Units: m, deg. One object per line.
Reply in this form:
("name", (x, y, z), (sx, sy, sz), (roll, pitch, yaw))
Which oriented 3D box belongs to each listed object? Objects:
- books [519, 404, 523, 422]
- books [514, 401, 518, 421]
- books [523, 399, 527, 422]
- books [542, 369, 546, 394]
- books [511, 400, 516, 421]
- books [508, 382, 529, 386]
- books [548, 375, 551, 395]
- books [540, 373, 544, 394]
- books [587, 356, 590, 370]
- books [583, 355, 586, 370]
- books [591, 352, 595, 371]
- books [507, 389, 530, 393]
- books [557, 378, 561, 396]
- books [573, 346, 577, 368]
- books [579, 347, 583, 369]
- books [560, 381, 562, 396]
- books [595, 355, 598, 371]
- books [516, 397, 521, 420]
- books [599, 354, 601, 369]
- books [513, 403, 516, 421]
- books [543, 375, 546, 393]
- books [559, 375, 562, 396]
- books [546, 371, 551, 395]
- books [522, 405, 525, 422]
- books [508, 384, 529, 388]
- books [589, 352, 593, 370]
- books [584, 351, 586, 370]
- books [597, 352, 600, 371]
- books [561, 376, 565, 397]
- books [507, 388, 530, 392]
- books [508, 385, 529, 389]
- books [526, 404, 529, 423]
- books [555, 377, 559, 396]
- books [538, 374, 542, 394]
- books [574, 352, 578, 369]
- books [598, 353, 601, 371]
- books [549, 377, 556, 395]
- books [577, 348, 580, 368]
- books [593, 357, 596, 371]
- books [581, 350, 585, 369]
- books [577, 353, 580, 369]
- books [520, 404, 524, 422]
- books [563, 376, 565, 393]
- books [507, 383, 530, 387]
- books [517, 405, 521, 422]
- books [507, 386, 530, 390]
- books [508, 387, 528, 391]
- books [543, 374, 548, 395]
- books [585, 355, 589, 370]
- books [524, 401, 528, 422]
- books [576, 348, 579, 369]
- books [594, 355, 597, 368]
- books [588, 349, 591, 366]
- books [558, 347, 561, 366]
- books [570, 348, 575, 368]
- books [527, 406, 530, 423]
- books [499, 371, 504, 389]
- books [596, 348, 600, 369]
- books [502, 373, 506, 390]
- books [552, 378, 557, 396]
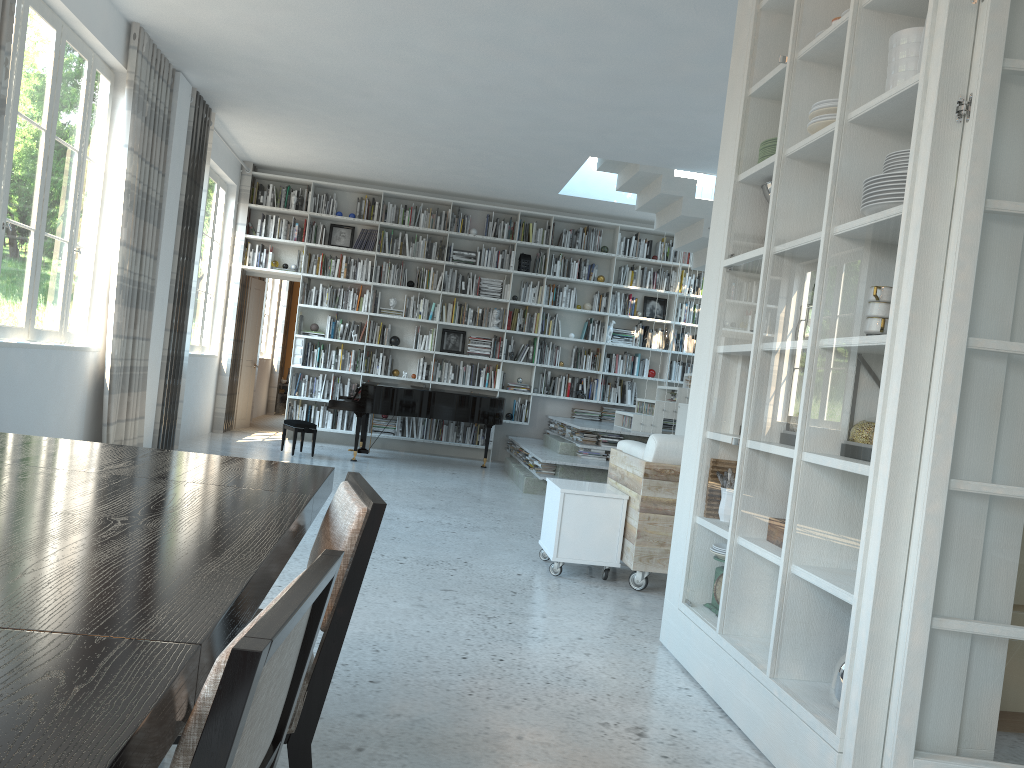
("books", (0.106, 0.357, 11.054), (0.026, 0.225, 0.175), (7, 1, -7))
("books", (0.041, 0.339, 11.053), (0.014, 0.246, 0.176), (7, 1, -7))
("books", (0.154, 0.333, 11.065), (0.021, 0.285, 0.172), (7, 1, -7))
("books", (0.387, -0.031, 11.164), (0.010, 0.316, 0.186), (7, 1, -7))
("books", (0.020, 0.327, 11.059), (0.005, 0.264, 0.162), (7, 1, -7))
("books", (0.085, 0.001, 11.088), (0.254, 0.012, 0.161), (7, 0, 2))
("books", (0.460, -0.003, 11.182), (0.010, 0.277, 0.174), (7, 1, -7))
("books", (0.368, -0.007, 11.161), (0.023, 0.262, 0.186), (7, 1, -7))
("books", (0.954, -0.266, 11.227), (0.019, 0.183, 0.190), (7, 1, -7))
("books", (0.897, -0.272, 11.215), (0.018, 0.182, 0.182), (7, 1, -7))
("books", (1.014, -0.284, 11.249), (0.021, 0.232, 0.155), (7, 1, -7))
("books", (0.075, 0.085, 11.094), (0.285, 0.012, 0.159), (7, 0, -4))
("books", (0.577, 0.035, 11.209), (0.024, 0.228, 0.159), (7, 1, -7))
("books", (0.783, -0.340, 11.234), (0.016, 0.290, 0.131), (7, 1, -7))
("books", (0.870, -0.328, 11.237), (0.007, 0.285, 0.159), (7, 1, -7))
("books", (0.608, 0.043, 11.216), (0.012, 0.221, 0.153), (7, 1, -7))
("books", (1.061, -0.264, 11.247), (0.013, 0.204, 0.158), (7, 1, -7))
("books", (0.066, 0.314, 11.074), (0.032, 0.300, 0.149), (7, 1, -7))
("books", (1.103, -0.269, 11.267), (0.009, 0.224, 0.146), (7, 1, -7))
("books", (0.025, 0.346, 11.069), (0.012, 0.229, 0.129), (7, 1, -7))
("books", (0.392, 0.007, 11.191), (0.015, 0.240, 0.152), (7, 1, -7))
("books", (0.598, 0.018, 11.209), (0.014, 0.268, 0.171), (7, 1, -7))
("books", (0.443, -0.014, 11.170), (0.030, 0.294, 0.188), (7, 1, -7))
("books", (0.135, 0.367, 11.057), (0.011, 0.212, 0.178), (7, 1, -7))
("books", (0.082, 0.025, 11.086), (0.254, 0.012, 0.161), (7, 0, -7))
("books", (0.980, -0.286, 11.232), (0.018, 0.229, 0.181), (7, 1, -7))
("books", (0.916, -0.302, 11.246), (0.030, 0.244, 0.135), (7, 1, -7))
("books", (1.084, -0.280, 11.269), (0.019, 0.241, 0.134), (7, 1, -7))
("books", (0.630, 0.030, 11.202), (0.025, 0.252, 0.181), (7, 1, -7))
("books", (0.076, 0.073, 11.099), (0.285, 0.012, 0.159), (7, 0, -2))
("books", (0.080, 0.037, 11.097), (0.254, 0.012, 0.161), (7, 0, -2))
("books", (0.182, 0.362, 11.077), (0.013, 0.233, 0.149), (7, 1, -7))
("books", (0.551, 0.029, 11.210), (0.029, 0.235, 0.142), (7, 1, -7))
("books", (0.347, -0.005, 11.179), (0.012, 0.254, 0.161), (7, 1, -7))
("books", (0.797, -0.301, 11.209), (0.016, 0.216, 0.177), (7, 1, -7))
("books", (1.096, -0.276, 11.274), (0.007, 0.235, 0.131), (7, 1, -7))
("books", (0.494, 0.024, 11.193), (0.065, 0.231, 0.162), (7, 1, -7))
("books", (0.825, -0.320, 11.225), (0.008, 0.259, 0.158), (7, 1, -7))
("books", (1.032, -0.255, 11.226), (0.016, 0.180, 0.189), (7, 1, -7))
("books", (0.883, -0.309, 11.213), (0.018, 0.251, 0.184), (7, 1, -7))
("books", (0.840, -0.293, 11.248), (0.031, 0.208, 0.122), (7, 1, -7))
("books", (0.122, 0.359, 11.072), (0.012, 0.225, 0.149), (7, 1, -7))
("books", (0.647, 0.027, 11.236), (0.016, 0.261, 0.098), (7, 1, -7))
("books", (0.083, 0.012, 11.095), (0.285, 0.012, 0.159), (7, 0, -3))
("books", (0.082, 0.366, 11.076), (0.013, 0.202, 0.139), (7, 1, -7))
("books", (0.079, 0.049, 11.093), (0.285, 0.012, 0.159), (7, 0, -4))
("books", (0.077, 0.061, 11.096), (0.254, 0.012, 0.161), (7, 0, -1))
("books", (0.414, 0.002, 11.168), (0.023, 0.256, 0.178), (7, 1, -7))
("books", (0.937, -0.274, 11.230), (0.015, 0.195, 0.175), (7, 1, -7))
("books", (0.169, 0.342, 11.089), (0.015, 0.271, 0.157), (7, 1, -7))
("books", (0.814, -0.323, 11.225), (0.015, 0.262, 0.149), (7, 1, -7))
("books", (1.046, -0.266, 11.255), (0.016, 0.205, 0.141), (7, 1, -7))
("books", (0.971, -0.310, 11.231), (0.006, 0.274, 0.173), (7, 1, -7))
("books", (0.585, -0.344, 11.196), (0.013, 0.251, 0.172), (7, 1, -7))
("books", (0.766, -0.323, 11.220), (0.019, 0.252, 0.130), (7, 1, -7))
("books", (0.191, 0.377, 11.091), (0.012, 0.206, 0.160), (7, 1, -7))
("books", (-0.139, -0.050, 11.130), (0.027, 0.229, 0.141), (7, 1, -7))
("books", (1.078, -0.308, 11.240), (0.007, 0.295, 0.162), (7, 1, -7))
("books", (-0.112, -0.038, 11.136), (0.030, 0.210, 0.136), (7, 1, -7))
("books", (0.531, 0.036, 11.198), (0.011, 0.217, 0.175), (7, 1, -7))
